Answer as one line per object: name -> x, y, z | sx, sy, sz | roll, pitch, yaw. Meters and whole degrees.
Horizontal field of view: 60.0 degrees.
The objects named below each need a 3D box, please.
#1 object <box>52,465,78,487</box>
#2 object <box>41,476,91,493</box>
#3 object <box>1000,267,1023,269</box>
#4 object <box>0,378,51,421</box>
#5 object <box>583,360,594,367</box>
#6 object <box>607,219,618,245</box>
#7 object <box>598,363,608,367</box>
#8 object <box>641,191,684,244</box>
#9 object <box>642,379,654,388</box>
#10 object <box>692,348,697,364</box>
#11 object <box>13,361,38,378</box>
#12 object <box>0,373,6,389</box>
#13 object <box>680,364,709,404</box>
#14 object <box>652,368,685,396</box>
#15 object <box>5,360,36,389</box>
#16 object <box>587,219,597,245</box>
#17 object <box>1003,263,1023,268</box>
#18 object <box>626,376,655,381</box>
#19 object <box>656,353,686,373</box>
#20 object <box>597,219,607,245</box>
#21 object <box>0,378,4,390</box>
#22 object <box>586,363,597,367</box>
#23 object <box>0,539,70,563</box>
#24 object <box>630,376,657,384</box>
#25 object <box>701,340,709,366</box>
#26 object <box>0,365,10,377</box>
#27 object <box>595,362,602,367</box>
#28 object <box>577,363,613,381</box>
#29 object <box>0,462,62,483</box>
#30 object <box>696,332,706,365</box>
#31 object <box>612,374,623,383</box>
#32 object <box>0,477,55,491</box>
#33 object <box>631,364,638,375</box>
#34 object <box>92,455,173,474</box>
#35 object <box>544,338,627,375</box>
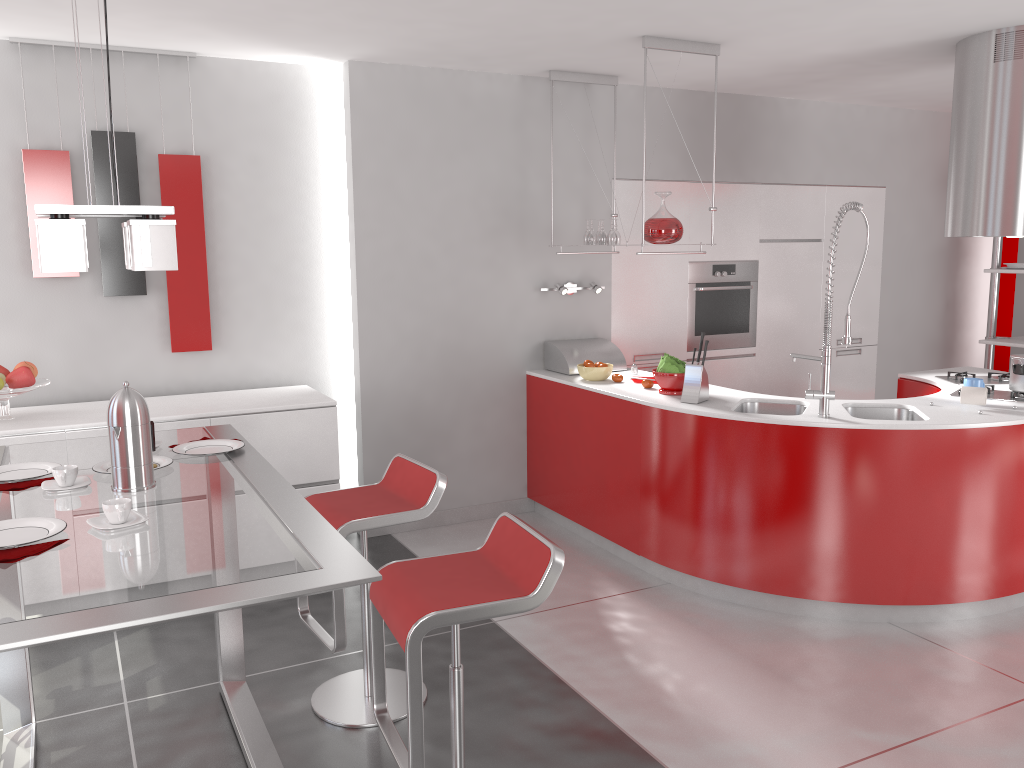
object -> -1.191, 0.248, 2.356 | 0.062, 0.049, 0.078 | 1, 9, 13
object -> -1.189, 0.270, 2.367 | 0.119, 0.016, 0.119 | -5, 10, -29
object -> 3.604, -0.817, 6.259 | 0.280, 0.015, 0.280 | 1, 9, 10
object -> -2.288, 0.080, 3.984 | 0.398, 0.159, 0.398 | 3, 10, 22
object -> 0.437, -0.107, 5.039 | 0.066, 0.058, 0.055 | -8, 12, -41
object -> 0.551, -0.836, 4.872 | 0.060, 0.141, 0.060 | -5, 10, -26
object -> 0.507, -0.091, 4.954 | 0.062, 0.049, 0.066 | -4, 9, -19
object -> 0.775, -0.853, 4.560 | 0.213, 0.266, 0.213 | 0, 9, 1
object -> 0.716, -0.002, 4.675 | 0.064, 0.048, 0.063 | 7, 12, 41
object -> 0.868, -0.073, 4.277 | 0.009, 0.197, 0.091 | 5, 11, 34
object -> -2.248, -0.055, 4.086 | 0.121, 0.101, 0.097 | 7, 12, 41
object -> -2.317, -0.010, 3.973 | 0.084, 0.079, 0.086 | 0, 9, 1
object -> 0.879, -0.007, 4.257 | 0.091, 0.178, 0.137 | 6, 11, 36
object -> 0.827, -0.012, 4.504 | 0.229, 0.118, 0.228 | 5, 11, 34
object -> -2.198, -0.044, 3.965 | 0.117, 0.133, 0.097 | -7, 11, -37
object -> 0.442, -0.839, 4.901 | 0.060, 0.141, 0.060 | 7, 11, 39
object -> 3.603, -0.830, 6.257 | 0.244, 0.042, 0.244 | -9, 12, -42
object -> 0.796, -0.022, 4.898 | 0.375, 0.008, 0.041 | 7, 11, 39
object -> 0.832, -0.063, 4.487 | 0.193, 0.182, 0.198 | -4, 9, -21
object -> 0.504, -0.849, 4.959 | 0.060, 0.141, 0.060 | -5, 10, -26
object -> -2.258, -0.007, 3.857 | 0.083, 0.086, 0.100 | 3, 10, 22
object -> 0.447, -0.094, 4.980 | 0.062, 0.052, 0.065 | -8, 12, -42
object -> -1.041, 0.353, 1.831 | 0.234, 0.012, 0.095 | -5, 10, -28
object -> 0.755, -0.021, 4.939 | 0.168, 0.006, 0.266 | -1, 9, 0
object -> 0.912, -0.067, 4.246 | 0.012, 0.279, 0.130 | 5, 11, 34
object -> -2.367, -0.055, 4.039 | 0.150, 0.129, 0.117 | 3, 9, 20
object -> 0.495, -0.100, 5.019 | 0.062, 0.049, 0.066 | -6, 10, -30
object -> 0.467, -0.064, 4.984 | 0.201, 0.086, 0.201 | -5, 10, -25
object -> -1.385, 0.252, 2.495 | 0.217, 0.015, 0.217 | 6, 11, 38
object -> 0.895, -0.086, 4.267 | 0.014, 0.322, 0.150 | 5, 11, 34
object -> 0.582, -0.031, 4.891 | 0.063, 0.047, 0.065 | -5, 10, -27
object -> -1.325, 0.272, 2.372 | 0.234, 0.012, 0.095 | -5, 10, -28
object -> 0.713, -0.087, 5.167 | 0.042, 0.066, 0.043 | -3, 9, -14
object -> -1.094, 0.238, 2.563 | 0.217, 0.015, 0.217 | 1, 9, 10
object -> 0.443, -0.172, 5.359 | 0.400, 0.170, 0.300 | -5, 10, -26
